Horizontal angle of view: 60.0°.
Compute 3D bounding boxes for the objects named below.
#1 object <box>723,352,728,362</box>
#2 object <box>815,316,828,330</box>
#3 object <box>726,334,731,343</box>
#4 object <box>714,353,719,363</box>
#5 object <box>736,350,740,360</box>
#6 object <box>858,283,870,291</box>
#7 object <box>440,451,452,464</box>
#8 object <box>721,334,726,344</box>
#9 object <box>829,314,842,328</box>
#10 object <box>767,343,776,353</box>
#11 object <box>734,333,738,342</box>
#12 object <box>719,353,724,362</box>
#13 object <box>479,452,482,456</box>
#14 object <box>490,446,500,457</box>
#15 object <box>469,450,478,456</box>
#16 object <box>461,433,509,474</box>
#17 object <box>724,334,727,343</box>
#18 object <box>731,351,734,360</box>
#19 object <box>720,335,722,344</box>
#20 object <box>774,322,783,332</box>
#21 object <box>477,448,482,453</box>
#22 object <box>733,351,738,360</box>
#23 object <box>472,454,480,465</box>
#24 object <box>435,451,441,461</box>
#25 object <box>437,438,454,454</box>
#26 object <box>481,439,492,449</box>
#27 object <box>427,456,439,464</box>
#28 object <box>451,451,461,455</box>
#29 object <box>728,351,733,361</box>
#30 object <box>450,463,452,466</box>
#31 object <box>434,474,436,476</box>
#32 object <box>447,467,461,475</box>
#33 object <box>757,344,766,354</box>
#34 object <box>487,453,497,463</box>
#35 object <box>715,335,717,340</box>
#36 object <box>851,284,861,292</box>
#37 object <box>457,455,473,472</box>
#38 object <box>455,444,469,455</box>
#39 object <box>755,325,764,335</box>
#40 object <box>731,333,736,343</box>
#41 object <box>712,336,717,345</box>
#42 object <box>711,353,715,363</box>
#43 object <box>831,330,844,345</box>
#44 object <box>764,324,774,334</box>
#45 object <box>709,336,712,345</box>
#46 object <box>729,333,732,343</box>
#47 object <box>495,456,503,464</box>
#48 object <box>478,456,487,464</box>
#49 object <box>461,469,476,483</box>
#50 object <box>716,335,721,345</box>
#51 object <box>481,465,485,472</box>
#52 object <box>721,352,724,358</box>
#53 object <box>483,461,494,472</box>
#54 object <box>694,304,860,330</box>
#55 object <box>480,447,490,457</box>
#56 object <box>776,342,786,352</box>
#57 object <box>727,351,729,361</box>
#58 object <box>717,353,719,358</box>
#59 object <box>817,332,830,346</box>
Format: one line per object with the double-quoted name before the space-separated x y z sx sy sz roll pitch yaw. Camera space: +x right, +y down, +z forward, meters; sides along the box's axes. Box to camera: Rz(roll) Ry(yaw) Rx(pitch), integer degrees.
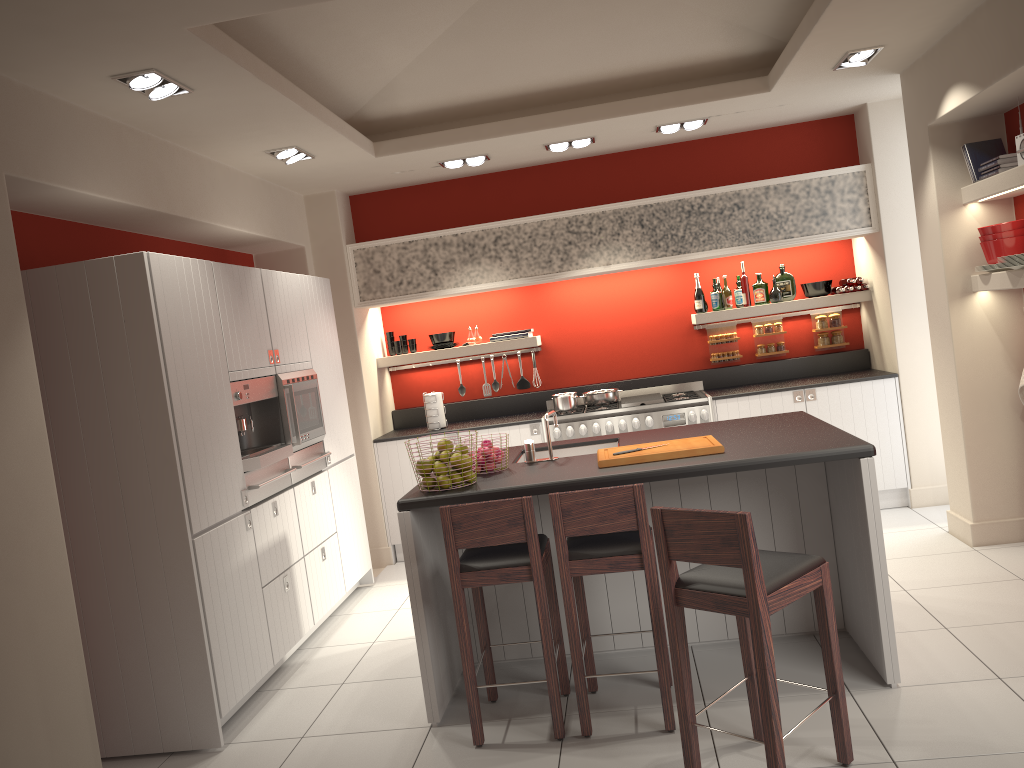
"object" 1.780 -0.228 7.386 0.034 0.078 0.034 -6 3 28
"object" 2.548 -0.503 7.298 0.093 0.120 0.094 -6 3 28
"object" 1.798 -0.380 7.374 0.034 0.078 0.034 -6 3 28
"object" 1.703 -0.218 7.395 0.034 0.078 0.034 -6 3 28
"object" 1.884 -0.244 7.412 0.034 0.078 0.034 -6 3 28
"object" 2.801 -0.775 7.096 0.061 0.061 0.366 -8 3 7
"object" -0.302 0.336 4.068 0.057 0.061 0.062 -7 3 22
"object" 1.760 -0.375 7.379 0.034 0.078 0.034 -6 3 28
"object" 2.653 -0.517 7.285 0.093 0.120 0.094 -6 3 28
"object" 2.151 -0.297 7.361 0.068 0.088 0.068 -6 3 28
"object" 1.864 -0.391 7.404 0.034 0.078 0.034 -6 3 28
"object" 1.742 -0.223 7.391 0.034 0.078 0.034 -6 3 28
"object" -0.140 0.344 4.376 0.041 0.039 0.041 -7 3 23
"object" -0.085 0.336 4.388 0.051 0.055 0.056 -7 3 21
"object" -0.192 0.356 4.418 0.049 0.049 0.048 -7 3 15
"object" -0.126 0.349 4.419 0.248 0.168 0.248 -8 3 -5
"object" 1.787 -0.380 7.414 0.034 0.078 0.034 -6 3 28
"object" 1.846 -0.239 7.416 0.034 0.078 0.034 -6 3 28
"object" 1.747 -0.375 7.419 0.034 0.078 0.034 -6 3 28
"object" 2.206 -0.466 7.344 0.068 0.088 0.068 -6 3 28
"object" -0.151 0.337 4.428 0.041 0.044 0.045 -9 3 -23
"object" 1.857 -0.238 7.376 0.034 0.078 0.034 -6 3 28
"object" -0.172 0.373 4.377 0.059 0.059 0.060 -7 3 19
"object" -0.326 0.342 4.173 0.078 0.076 0.071 -9 3 -24
"object" -0.310 0.291 4.124 0.078 0.080 0.078 -8 3 7
"object" -0.126 0.304 4.398 0.056 0.058 0.056 -10 4 -38
"object" -0.367 0.361 4.112 0.057 0.061 0.062 -7 3 22
"object" -0.261 0.336 4.129 0.056 0.054 0.057 -9 3 -22
"object" 1.819 -0.233 7.381 0.034 0.078 0.034 -6 3 28
"object" -0.263 0.364 4.197 0.067 0.064 0.066 -7 3 11
"object" -0.343 0.404 4.169 0.064 0.060 0.064 -8 3 2
"object" -0.262 0.420 4.156 0.084 0.079 0.086 -10 4 -38
"object" 2.075 -0.287 7.371 0.068 0.088 0.068 -6 3 28
"object" -0.100 0.363 4.347 0.048 0.046 0.048 -10 4 -34
"object" 1.709 -0.370 7.424 0.034 0.078 0.034 -6 3 28
"object" 2.742 -0.768 7.123 0.061 0.061 0.366 -8 3 7
"object" -0.222 0.366 4.097 0.082 0.082 0.082 -9 3 -26
"object" -0.237 0.313 4.177 0.067 0.064 0.067 -8 3 8
"object" 2.052 -0.445 7.363 0.068 0.088 0.068 -6 3 28
"object" 1.837 -0.385 7.369 0.034 0.078 0.034 -6 3 28
"object" 1.683 -0.364 7.388 0.034 0.078 0.034 -6 3 28
"object" 1.691 -0.218 7.436 0.034 0.078 0.034 -6 3 28
"object" 2.672 -0.382 7.291 0.093 0.120 0.094 -6 3 28
"object" 2.129 -0.455 7.354 0.068 0.088 0.068 -6 3 28
"object" 1.670 -0.365 7.429 0.034 0.078 0.034 -6 3 28
"object" 1.826 -0.385 7.409 0.034 0.078 0.034 -6 3 28
"object" -0.070 0.376 4.406 0.046 0.043 0.046 -11 4 -43
"object" -0.145 0.373 4.344 0.040 0.041 0.041 -5 4 44
"object" -0.203 0.423 4.092 0.068 0.068 0.068 -7 3 18
"object" 1.721 -0.370 7.383 0.034 0.078 0.034 -6 3 28
"object" -0.152 0.411 4.417 0.050 0.049 0.049 -9 3 -27
"object" 1.767 -0.228 7.426 0.034 0.078 0.034 -6 3 28
"object" -0.114 0.403 4.374 0.062 0.057 0.061 -8 3 7
"object" 2.203 -0.562 7.416 1.355 0.034 0.048 -8 3 7
"object" -0.130 0.333 4.337 0.048 0.046 0.048 -10 4 -37
"object" 2.228 -0.307 7.352 0.068 0.088 0.068 -6 3 28
"object" 1.807 -0.234 7.421 0.034 0.078 0.034 -6 3 28
"object" 1.729 -0.223 7.431 0.034 0.078 0.034 -6 3 28
"object" 2.567 -0.368 7.304 0.093 0.120 0.094 -6 3 28
